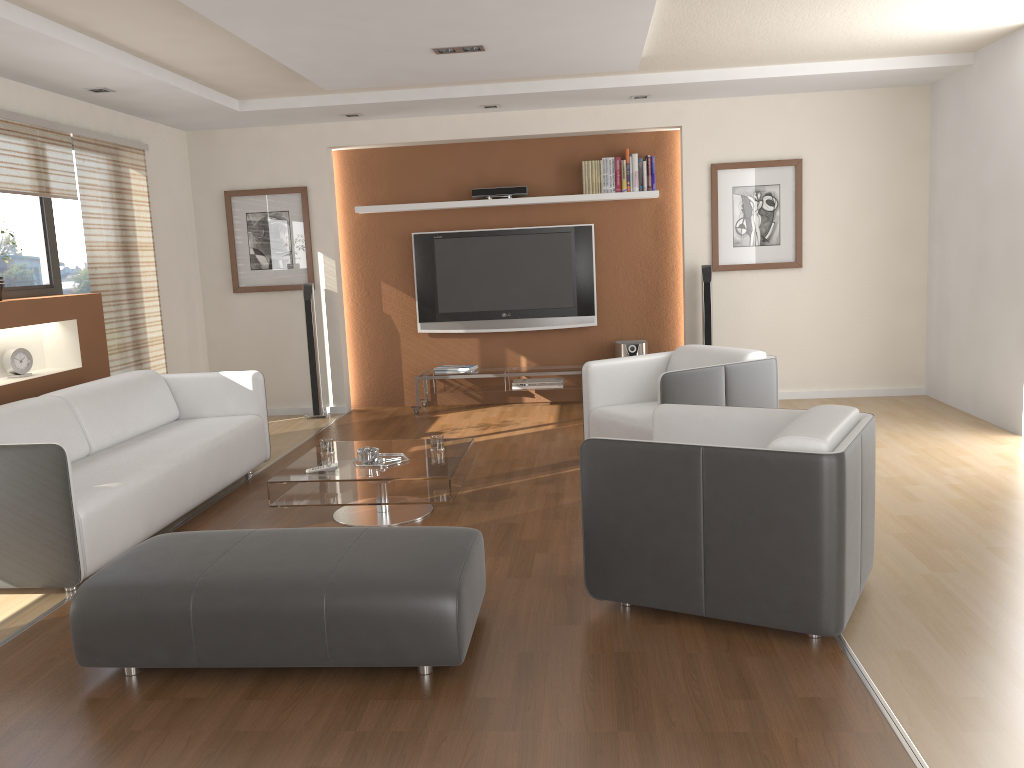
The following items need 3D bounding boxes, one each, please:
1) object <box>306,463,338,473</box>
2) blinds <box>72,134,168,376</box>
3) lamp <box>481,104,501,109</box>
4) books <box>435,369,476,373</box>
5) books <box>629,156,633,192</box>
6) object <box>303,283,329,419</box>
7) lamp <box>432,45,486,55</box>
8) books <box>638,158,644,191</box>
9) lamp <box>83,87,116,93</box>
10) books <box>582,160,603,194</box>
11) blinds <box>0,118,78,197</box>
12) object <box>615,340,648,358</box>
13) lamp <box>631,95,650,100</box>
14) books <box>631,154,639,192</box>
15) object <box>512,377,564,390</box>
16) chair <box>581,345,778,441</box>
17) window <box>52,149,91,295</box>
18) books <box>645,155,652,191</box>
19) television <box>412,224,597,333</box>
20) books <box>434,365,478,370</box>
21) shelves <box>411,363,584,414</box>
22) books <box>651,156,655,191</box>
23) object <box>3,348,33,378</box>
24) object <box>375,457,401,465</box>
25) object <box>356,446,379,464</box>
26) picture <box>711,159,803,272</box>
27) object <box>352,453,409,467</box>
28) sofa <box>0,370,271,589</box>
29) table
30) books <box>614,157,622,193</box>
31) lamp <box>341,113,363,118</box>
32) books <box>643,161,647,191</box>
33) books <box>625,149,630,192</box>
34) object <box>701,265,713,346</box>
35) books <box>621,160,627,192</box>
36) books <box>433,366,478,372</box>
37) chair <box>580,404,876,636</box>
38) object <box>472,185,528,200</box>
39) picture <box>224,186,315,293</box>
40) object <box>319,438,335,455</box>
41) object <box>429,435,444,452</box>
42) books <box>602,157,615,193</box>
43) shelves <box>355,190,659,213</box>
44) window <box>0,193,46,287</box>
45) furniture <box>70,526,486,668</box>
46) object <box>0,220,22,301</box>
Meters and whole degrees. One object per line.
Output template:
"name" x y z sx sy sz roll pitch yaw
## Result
"object" -0.953 0.423 4.444 0.158 0.029 0.064 -5 9 -13
"blinds" -2.848 -0.672 6.573 0.001 2.200 0.980 -2 8 5
"lamp" -0.173 -2.267 7.114 0.146 0.087 0.146 -2 8 5
"books" -0.491 -0.122 7.771 0.326 0.017 0.228 -1 8 8
"books" 1.010 -1.779 7.551 0.022 0.293 0.167 -2 8 5
"object" -1.721 -0.288 7.689 0.228 1.165 0.215 -3 8 0
"lamp" -0.307 -1.966 5.102 0.291 0.087 0.146 -2 8 5
"books" 1.092 -1.775 7.550 0.041 0.278 0.157 -2 8 5
"lamp" -2.685 -1.948 5.757 0.146 0.087 0.146 -2 8 5
"books" 0.688 -1.759 7.582 0.167 0.275 0.195 -2 8 5
"blinds" -2.995 -1.358 5.236 0.001 0.441 1.432 -2 8 5
"object" 1.043 -0.104 7.696 0.286 0.518 0.323 -2 8 5
"lamp" 1.015 -2.307 7.004 0.146 0.087 0.146 -2 8 5
"books" 1.045 -1.789 7.541 0.050 0.313 0.179 -2 8 5
"object" 0.229 -0.005 7.711 0.435 0.052 0.274 -2 8 5
"chair" 1.018 0.156 5.353 0.919 0.706 0.767 -7 10 -29
"window" -3.119 -0.656 6.601 0.010 2.162 0.889 -2 8 5
"books" 1.160 -1.784 7.536 0.041 0.293 0.169 -2 8 5
"television" -0.063 -0.914 7.820 1.594 0.900 0.097 -2 8 5
"books" -0.492 -0.147 7.768 0.326 0.017 0.228 0 9 17
"shelves" -0.065 0.039 7.769 1.617 0.340 0.444 -2 8 5
"books" 1.195 -1.781 7.533 0.029 0.286 0.169 -2 8 5
"object" -3.012 -0.132 5.408 0.096 0.176 0.160 0 9 20
"object" -0.633 0.385 4.560 0.147 0.035 0.051 -11 11 -43
"object" -0.743 0.365 4.585 0.118 0.079 0.117 -1 9 12
"picture" 2.027 -1.391 7.346 0.734 0.884 0.025 -2 8 5
"object" -0.682 0.395 4.608 0.315 0.011 0.273 -1 9 12
"sofa" -2.154 0.371 4.764 0.919 0.661 2.238 -2 8 5
"table" -0.693 0.538 4.710 0.900 0.300 0.900 -2 8 5
"books" 0.904 -1.775 7.560 0.053 0.293 0.169 -2 8 5
"lamp" -1.303 -2.229 7.218 0.146 0.087 0.146 -2 8 5
"books" 1.126 -1.760 7.543 0.028 0.248 0.169 -2 8 5
"books" 0.984 -1.810 7.548 0.028 0.358 0.169 -2 8 5
"object" 1.628 -0.402 7.379 0.228 1.165 0.215 -1 8 10
"books" 0.951 -1.762 7.549 0.041 0.266 0.186 -2 8 5
"books" -0.492 -0.134 7.770 0.326 0.017 0.228 1 9 22
"chair" 0.840 0.434 3.365 0.919 0.661 0.767 2 10 30
"object" -0.103 -1.648 7.660 0.470 0.109 0.182 -2 8 5
"picture" -2.112 -1.250 7.729 0.734 0.884 0.025 -2 8 5
"object" -1.011 0.342 4.851 0.079 0.077 0.079 -4 8 -6
"object" -0.405 0.320 4.801 0.079 0.077 0.079 -4 8 -6
"books" 0.824 -1.774 7.571 0.104 0.295 0.146 -2 8 5
"shelves" -0.055 -1.572 7.672 2.612 0.050 0.200 -2 8 5
"window" -3.314 -0.937 4.598 0.010 0.986 2.817 -2 8 5
"furniture" -0.768 0.721 3.133 1.291 0.301 0.685 -2 8 5
"object" -3.006 -0.720 5.147 0.342 0.477 0.268 -3 8 -5
